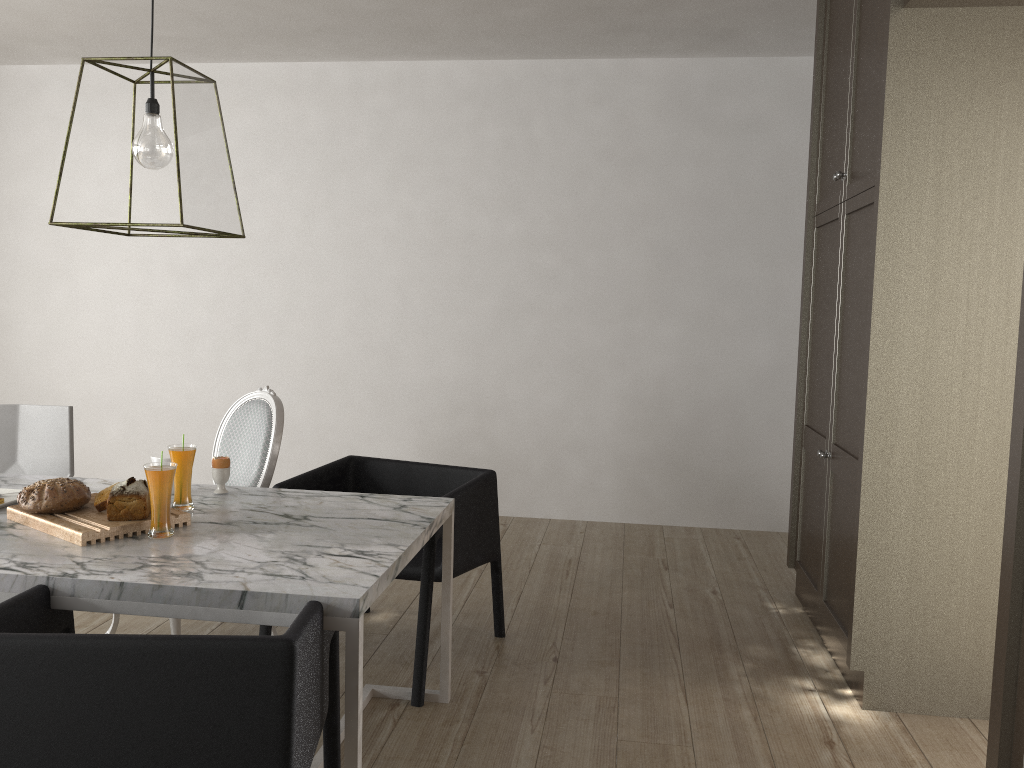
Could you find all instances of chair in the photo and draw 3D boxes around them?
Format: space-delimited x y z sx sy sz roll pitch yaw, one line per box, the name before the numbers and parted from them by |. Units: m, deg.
chair | -0.634 0.674 1.589 0.569 0.597 0.609 1 5 -2
chair | -1.678 0.458 2.878 0.470 0.745 0.439 1 5 -7
chair | -0.998 0.430 2.838 0.480 0.833 0.505 6 7 40
chair | -0.391 0.572 2.826 0.569 0.597 0.609 4 5 22

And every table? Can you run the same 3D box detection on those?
table | -1.108 0.611 2.183 1.781 0.583 0.870 2 5 8

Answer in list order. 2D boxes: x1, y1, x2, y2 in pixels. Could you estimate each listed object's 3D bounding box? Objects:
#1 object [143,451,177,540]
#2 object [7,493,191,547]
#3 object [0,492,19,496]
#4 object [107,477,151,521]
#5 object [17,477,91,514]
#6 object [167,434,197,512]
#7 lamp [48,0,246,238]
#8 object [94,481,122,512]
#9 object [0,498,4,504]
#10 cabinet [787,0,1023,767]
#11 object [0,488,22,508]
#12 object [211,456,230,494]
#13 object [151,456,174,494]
object | -0.784 0.249 1.978 0.071 0.188 0.071 4 6 28
object | -0.983 0.313 2.108 0.360 0.031 0.260 5 6 37
object | -1.315 0.289 2.337 0.132 0.013 0.032 0 5 -18
object | -0.882 0.264 2.043 0.086 0.087 0.090 0 5 -15
object | -1.084 0.260 2.101 0.151 0.075 0.157 6 7 43
object | -0.831 0.225 2.236 0.071 0.188 0.071 4 6 28
lamp | -0.807 -0.900 1.985 0.584 1.108 0.584 4 5 23
object | -0.948 0.266 2.106 0.079 0.067 0.074 0 5 -20
object | -1.362 0.294 2.262 0.197 0.014 0.068 5 6 35
cabinet | 1.233 -0.096 0.719 0.947 2.377 5.433 2 5 8
object | -1.362 0.296 2.272 0.212 0.014 0.212 2 5 7
object | -0.803 0.249 2.448 0.050 0.101 0.050 2 5 4
object | -0.963 0.245 2.461 0.170 0.105 0.110 4 6 28
